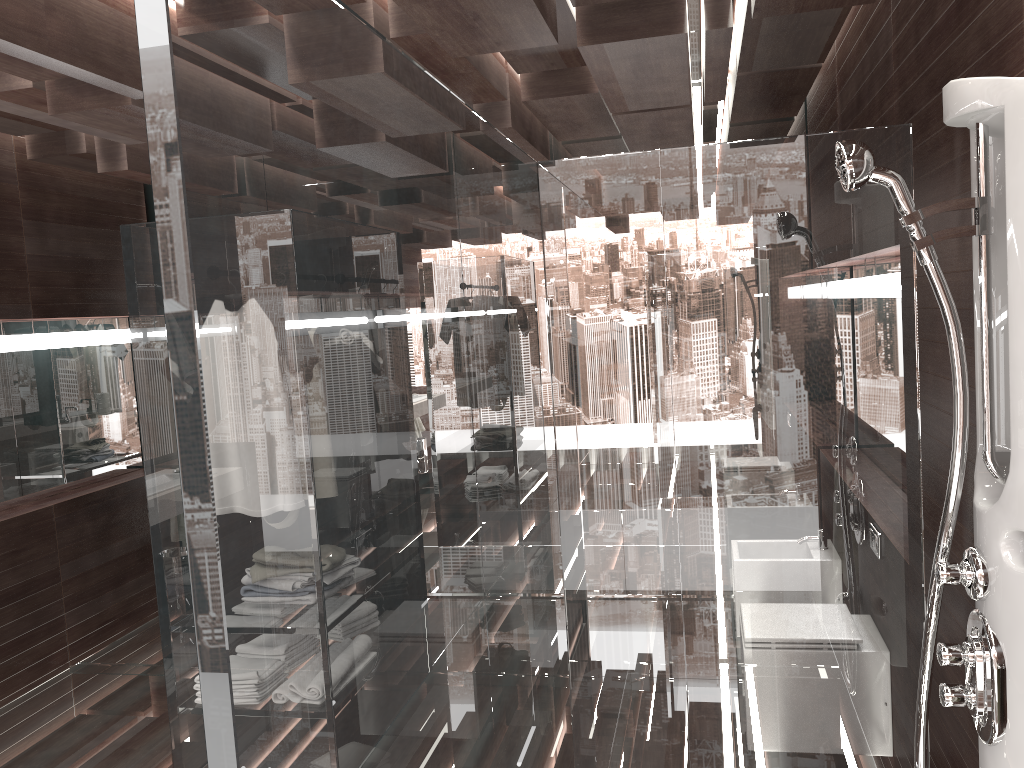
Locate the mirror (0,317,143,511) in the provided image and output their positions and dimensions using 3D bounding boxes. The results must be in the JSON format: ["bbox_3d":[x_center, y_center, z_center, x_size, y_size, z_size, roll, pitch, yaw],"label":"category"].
[{"bbox_3d":[-0.806,0.198,2.440,4.126,0.916,5.081,-3,5,12],"label":"mirror"}]

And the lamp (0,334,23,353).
[{"bbox_3d":[-2.511,-0.154,3.839,0.082,0.082,0.950,-3,5,12],"label":"lamp"}]

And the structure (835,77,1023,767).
[{"bbox_3d":[0.806,0.271,1.583,0.354,1.560,0.323,-1,6,33],"label":"structure"}]

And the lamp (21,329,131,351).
[{"bbox_3d":[-2.298,-0.248,4.821,0.082,0.082,0.950,-3,5,12],"label":"lamp"}]
